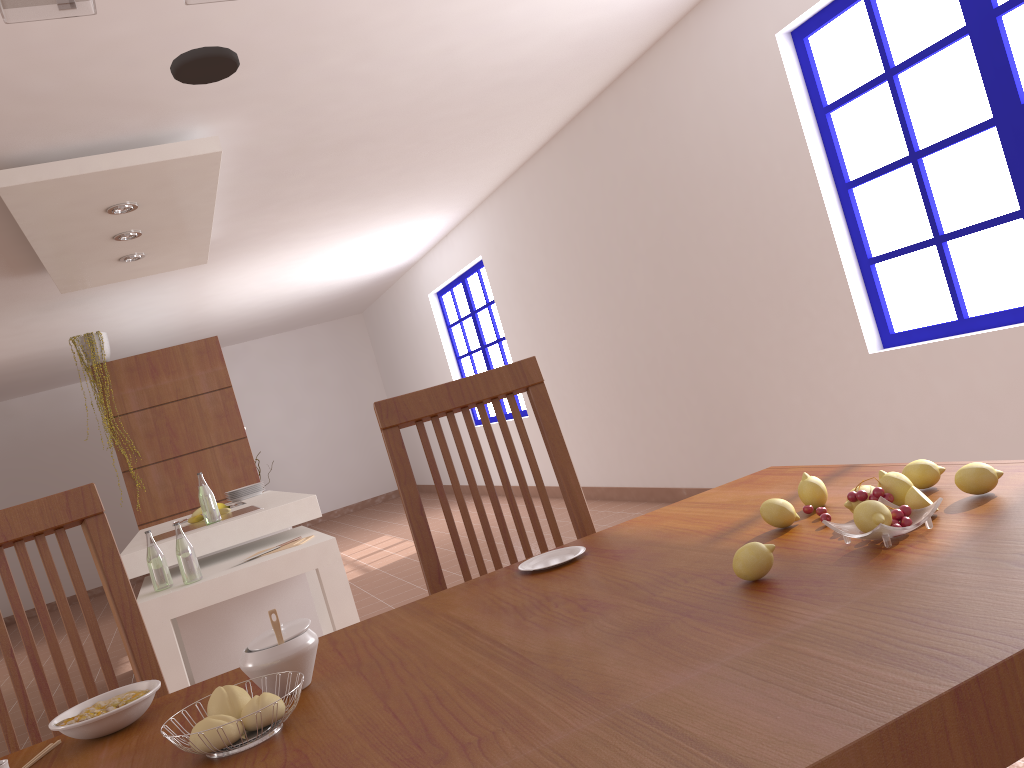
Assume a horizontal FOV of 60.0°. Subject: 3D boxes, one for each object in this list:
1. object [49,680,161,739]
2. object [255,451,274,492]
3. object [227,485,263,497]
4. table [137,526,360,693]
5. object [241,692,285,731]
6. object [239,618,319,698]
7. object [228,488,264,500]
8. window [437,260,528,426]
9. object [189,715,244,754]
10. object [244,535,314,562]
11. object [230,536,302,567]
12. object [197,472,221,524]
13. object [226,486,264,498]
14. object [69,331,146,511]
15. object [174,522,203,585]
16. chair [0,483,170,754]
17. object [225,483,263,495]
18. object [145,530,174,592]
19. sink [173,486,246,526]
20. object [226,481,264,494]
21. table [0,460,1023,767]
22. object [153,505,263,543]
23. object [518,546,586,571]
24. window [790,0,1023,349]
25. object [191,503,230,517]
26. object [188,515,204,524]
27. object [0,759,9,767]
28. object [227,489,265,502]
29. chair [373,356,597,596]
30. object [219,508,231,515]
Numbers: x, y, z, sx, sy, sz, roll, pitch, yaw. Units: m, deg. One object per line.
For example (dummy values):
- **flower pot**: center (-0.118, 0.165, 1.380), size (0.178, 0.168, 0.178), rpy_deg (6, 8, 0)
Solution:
- **object**: center (-0.518, 0.428, 1.143), size (0.136, 0.036, 0.136), rpy_deg (-16, 0, 27)
- **object**: center (-3.095, 1.394, 10.864), size (0.655, 1.112, 0.284), rpy_deg (-16, 0, -2)
- **object**: center (-1.700, 0.688, 5.655), size (0.228, 0.020, 0.228), rpy_deg (-16, 0, -40)
- **table**: center (-1.094, 1.050, 3.749), size (0.737, 0.647, 1.003), rpy_deg (-16, 0, -21)
- **object**: center (-0.268, 0.349, 0.951), size (0.048, 0.033, 0.060), rpy_deg (-16, 0, -22)
- **object**: center (-0.281, 0.335, 1.082), size (0.096, 0.079, 0.096), rpy_deg (-16, 0, -26)
- **object**: center (-1.695, 0.708, 5.655), size (0.228, 0.020, 0.228), rpy_deg (-16, 0, -40)
- **window**: center (-0.264, -0.346, 8.368), size (0.035, 1.430, 1.699), rpy_deg (-16, 0, -21)
- **object**: center (-0.308, 0.361, 0.922), size (0.061, 0.032, 0.048), rpy_deg (-16, 0, 38)
- **object**: center (-0.942, 0.665, 3.598), size (0.266, 0.006, 0.168), rpy_deg (-16, 0, -5)
- **object**: center (-0.979, 0.670, 3.554), size (0.041, 0.008, 0.375), rpy_deg (-16, 0, 35)
- **object**: center (-1.357, 0.505, 3.939), size (0.071, 0.230, 0.071), rpy_deg (-16, 0, -40)
- **object**: center (-1.698, 0.698, 5.655), size (0.228, 0.020, 0.228), rpy_deg (-16, 0, -40)
- **object**: center (-2.897, 0.287, 6.408), size (0.279, 1.344, 0.297), rpy_deg (-16, 0, 28)
- **object**: center (-1.224, 0.631, 3.321), size (0.071, 0.230, 0.071), rpy_deg (-16, 0, -40)
- **chair**: center (-0.535, 0.669, 1.232), size (0.444, 1.063, 0.574), rpy_deg (-16, 0, -41)
- **object**: center (-1.703, 0.678, 5.655), size (0.228, 0.020, 0.228), rpy_deg (-16, 0, -40)
- **object**: center (-1.354, 0.669, 3.373), size (0.071, 0.230, 0.071), rpy_deg (-16, 0, -40)
- **sink**: center (-1.752, 0.741, 5.120), size (0.404, 0.368, 0.668), rpy_deg (-16, 0, -21)
- **object**: center (-1.706, 0.669, 5.655), size (0.228, 0.020, 0.228), rpy_deg (-16, 0, -40)
- **table**: center (-0.061, 0.698, 0.894), size (1.800, 0.740, 0.900), rpy_deg (-16, 0, -21)
- **object**: center (-1.425, 0.648, 4.120), size (0.493, 0.006, 0.551), rpy_deg (-16, 0, -21)
- **object**: center (0.062, 0.271, 1.366), size (0.108, 0.008, 0.108), rpy_deg (-16, 0, 33)
- **window**: center (1.722, -0.929, 3.059), size (0.035, 1.430, 1.699), rpy_deg (-16, 0, -21)
- **object**: center (-1.527, 0.634, 4.508), size (0.207, 0.055, 0.047), rpy_deg (-16, 0, -45)
- **object**: center (-1.596, 0.683, 4.480), size (0.060, 0.033, 0.207), rpy_deg (-16, 0, -41)
- **object**: center (-0.572, 0.443, 0.985), size (0.065, 0.037, 0.065), rpy_deg (-16, 0, -8)
- **object**: center (-1.692, 0.718, 5.655), size (0.228, 0.020, 0.228), rpy_deg (-16, 0, -40)
- **chair**: center (0.088, 0.486, 1.485), size (0.444, 1.063, 0.574), rpy_deg (-16, 0, -11)
- **object**: center (-1.494, 0.653, 4.494), size (0.207, 0.033, 0.060), rpy_deg (-16, 0, 24)
